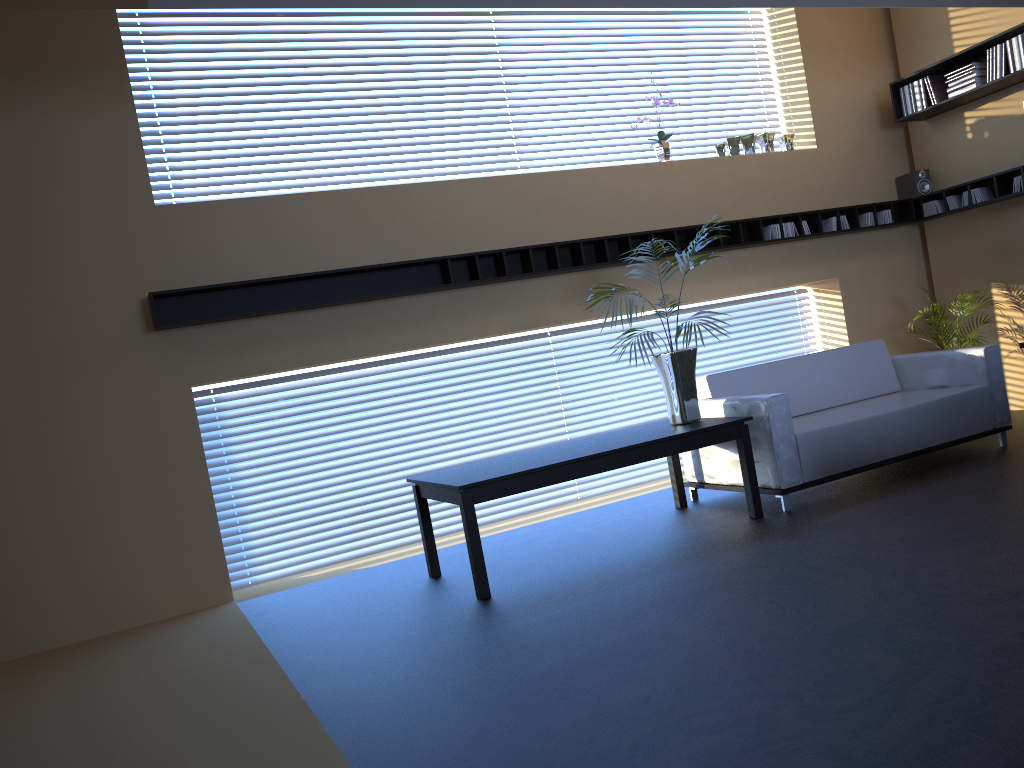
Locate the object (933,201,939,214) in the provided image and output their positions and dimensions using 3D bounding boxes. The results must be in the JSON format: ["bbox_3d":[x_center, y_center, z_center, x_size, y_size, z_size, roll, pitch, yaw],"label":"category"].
[{"bbox_3d":[3.751,-1.552,7.763,0.142,0.120,0.009,-11,3,-24],"label":"object"}]

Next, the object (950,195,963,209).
[{"bbox_3d":[3.826,-1.560,7.594,0.142,0.118,0.040,-11,3,-24],"label":"object"}]

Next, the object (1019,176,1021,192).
[{"bbox_3d":[4.073,-1.594,7.036,0.142,0.120,0.030,-11,3,-24],"label":"object"}]

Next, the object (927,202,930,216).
[{"bbox_3d":[3.726,-1.548,7.819,0.142,0.120,0.009,-11,3,-24],"label":"object"}]

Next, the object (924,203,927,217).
[{"bbox_3d":[3.713,-1.547,7.847,0.142,0.120,0.009,-11,3,-24],"label":"object"}]

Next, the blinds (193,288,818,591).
[{"bbox_3d":[0.395,0.259,7.048,5.381,1.369,0.047,-11,3,-24],"label":"blinds"}]

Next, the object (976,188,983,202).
[{"bbox_3d":[3.927,-1.575,7.366,0.142,0.120,0.030,-11,3,-24],"label":"object"}]

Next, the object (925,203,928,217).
[{"bbox_3d":[3.718,-1.547,7.838,0.142,0.120,0.009,-11,3,-24],"label":"object"}]

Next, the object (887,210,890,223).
[{"bbox_3d":[3.281,-1.468,7.857,0.009,0.120,0.142,-12,2,-24],"label":"object"}]

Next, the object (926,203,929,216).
[{"bbox_3d":[3.722,-1.548,7.828,0.142,0.120,0.009,-11,3,-24],"label":"object"}]

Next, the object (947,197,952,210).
[{"bbox_3d":[3.812,-1.559,7.626,0.142,0.120,0.030,-11,3,-24],"label":"object"}]

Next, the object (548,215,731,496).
[{"bbox_3d":[0.951,-0.074,6.137,1.039,1.862,1.894,-11,2,-4],"label":"object"}]

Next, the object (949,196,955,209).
[{"bbox_3d":[3.820,-1.561,7.607,0.142,0.120,0.030,-11,3,-24],"label":"object"}]

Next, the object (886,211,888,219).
[{"bbox_3d":[3.272,-1.466,7.853,0.009,0.120,0.142,-12,2,-24],"label":"object"}]

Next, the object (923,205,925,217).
[{"bbox_3d":[3.705,-1.546,7.866,0.142,0.120,0.009,-11,3,-24],"label":"object"}]

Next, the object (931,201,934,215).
[{"bbox_3d":[3.743,-1.551,7.781,0.142,0.120,0.009,-11,3,-24],"label":"object"}]

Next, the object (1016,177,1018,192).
[{"bbox_3d":[4.065,-1.593,7.055,0.142,0.120,0.030,-11,3,-24],"label":"object"}]

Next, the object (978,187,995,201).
[{"bbox_3d":[3.933,-1.575,7.352,0.142,0.118,0.040,-11,3,-24],"label":"object"}]

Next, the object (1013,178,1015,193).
[{"bbox_3d":[4.055,-1.591,7.079,0.142,0.118,0.040,-11,3,-24],"label":"object"}]

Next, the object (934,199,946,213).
[{"bbox_3d":[3.761,-1.552,7.740,0.142,0.118,0.040,-11,3,-24],"label":"object"}]

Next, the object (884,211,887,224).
[{"bbox_3d":[3.251,-1.462,7.850,0.006,0.118,0.140,-12,2,-24],"label":"object"}]

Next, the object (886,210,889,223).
[{"bbox_3d":[3.272,-1.466,7.850,0.006,0.118,0.140,-12,2,-24],"label":"object"}]

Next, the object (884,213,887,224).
[{"bbox_3d":[3.251,-1.462,7.851,0.009,0.120,0.142,-12,2,-24],"label":"object"}]

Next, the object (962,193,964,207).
[{"bbox_3d":[3.865,-1.566,7.505,0.142,0.118,0.040,-11,3,-24],"label":"object"}]

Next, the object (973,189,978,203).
[{"bbox_3d":[3.915,-1.573,7.394,0.142,0.120,0.030,-11,3,-24],"label":"object"}]

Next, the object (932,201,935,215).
[{"bbox_3d":[3.747,-1.551,7.772,0.142,0.120,0.009,-11,3,-24],"label":"object"}]

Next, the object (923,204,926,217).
[{"bbox_3d":[3.709,-1.546,7.857,0.142,0.120,0.009,-11,3,-24],"label":"object"}]

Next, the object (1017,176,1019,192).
[{"bbox_3d":[4.069,-1.594,7.046,0.142,0.120,0.030,-11,3,-24],"label":"object"}]

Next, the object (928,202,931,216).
[{"bbox_3d":[3.730,-1.549,7.809,0.142,0.120,0.009,-11,3,-24],"label":"object"}]

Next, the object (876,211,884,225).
[{"bbox_3d":[3.231,-1.457,7.837,0.040,0.118,0.142,-12,2,-24],"label":"object"}]

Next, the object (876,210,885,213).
[{"bbox_3d":[3.233,-1.457,7.834,0.041,0.122,0.142,-12,2,-24],"label":"object"}]

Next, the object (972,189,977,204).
[{"bbox_3d":[3.906,-1.572,7.413,0.142,0.120,0.009,-11,3,-24],"label":"object"}]

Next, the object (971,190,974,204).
[{"bbox_3d":[3.902,-1.572,7.422,0.142,0.120,0.009,-11,3,-24],"label":"object"}]

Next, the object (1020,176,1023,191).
[{"bbox_3d":[4.082,-1.596,7.017,0.142,0.120,0.009,-11,3,-24],"label":"object"}]

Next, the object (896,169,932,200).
[{"bbox_3d":[3.620,-1.781,7.970,0.158,0.229,0.254,-11,2,-14],"label":"object"}]

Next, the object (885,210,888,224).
[{"bbox_3d":[3.262,-1.464,7.850,0.009,0.120,0.142,-12,2,-24],"label":"object"}]

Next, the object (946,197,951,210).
[{"bbox_3d":[3.807,-1.559,7.636,0.142,0.120,0.030,-11,3,-24],"label":"object"}]

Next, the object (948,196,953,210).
[{"bbox_3d":[3.816,-1.560,7.617,0.142,0.120,0.030,-11,3,-24],"label":"object"}]

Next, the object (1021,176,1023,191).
[{"bbox_3d":[4.086,-1.596,7.008,0.142,0.120,0.009,-11,3,-24],"label":"object"}]

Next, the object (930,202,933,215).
[{"bbox_3d":[3.739,-1.550,7.791,0.142,0.120,0.009,-11,3,-24],"label":"object"}]

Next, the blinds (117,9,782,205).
[{"bbox_3d":[-0.067,-2.276,6.925,5.381,1.463,0.039,-11,3,-24],"label":"blinds"}]

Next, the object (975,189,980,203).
[{"bbox_3d":[3.923,-1.574,7.375,0.142,0.120,0.030,-11,3,-24],"label":"object"}]

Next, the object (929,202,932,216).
[{"bbox_3d":[3.734,-1.550,7.800,0.142,0.120,0.009,-11,3,-24],"label":"object"}]

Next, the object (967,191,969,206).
[{"bbox_3d":[3.884,-1.569,7.463,0.142,0.120,0.030,-11,3,-24],"label":"object"}]

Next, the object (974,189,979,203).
[{"bbox_3d":[3.919,-1.574,7.384,0.142,0.120,0.030,-11,3,-24],"label":"object"}]
